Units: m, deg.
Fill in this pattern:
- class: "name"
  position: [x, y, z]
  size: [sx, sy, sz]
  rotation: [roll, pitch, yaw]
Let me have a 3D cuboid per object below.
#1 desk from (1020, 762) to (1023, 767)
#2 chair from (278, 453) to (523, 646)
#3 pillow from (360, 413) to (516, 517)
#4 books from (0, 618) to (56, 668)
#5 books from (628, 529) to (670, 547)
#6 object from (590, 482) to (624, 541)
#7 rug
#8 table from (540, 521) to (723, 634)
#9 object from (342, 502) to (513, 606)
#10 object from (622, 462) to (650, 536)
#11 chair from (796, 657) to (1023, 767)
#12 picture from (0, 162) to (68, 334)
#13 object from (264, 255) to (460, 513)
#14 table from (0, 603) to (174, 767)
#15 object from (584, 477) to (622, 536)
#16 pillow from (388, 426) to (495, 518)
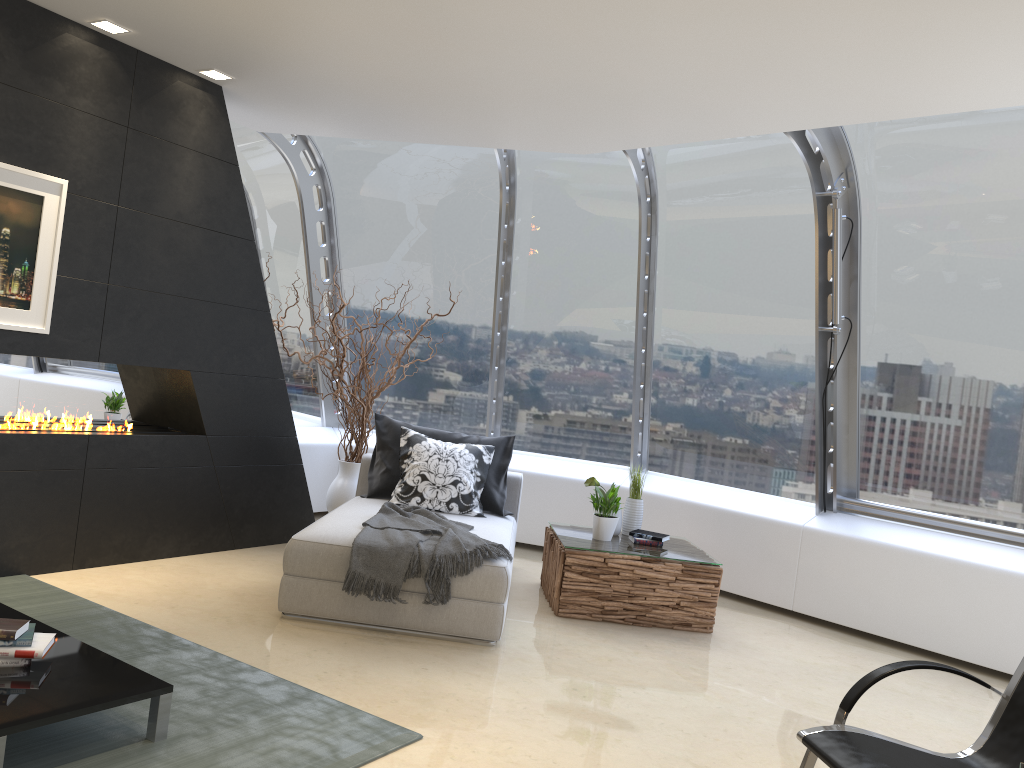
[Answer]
- class: "desk"
  position: [0.889, 1.099, 0.895]
  size: [0.793, 0.762, 1.436]
  rotation: [7, 0, 31]
- class: "chair"
  position: [-0.562, 0.923, 5.505]
  size: [1.176, 0.690, 2.068]
  rotation: [7, 0, 1]
- class: "pillow"
  position: [-0.482, 0.566, 6.136]
  size: [1.070, 0.597, 0.510]
  rotation: [7, 0, 1]
- class: "books"
  position: [-1.724, 0.873, 3.004]
  size: [0.307, 0.126, 0.223]
  rotation: [7, 0, -21]
- class: "books"
  position: [0.871, 0.994, 5.709]
  size: [0.265, 0.063, 0.246]
  rotation: [7, 0, 18]
- class: "object"
  position: [0.590, 0.806, 5.644]
  size: [0.215, 0.369, 0.284]
  rotation: [7, 0, -26]
- class: "rug"
  position: [-2.125, 1.072, 3.115]
  size: [2.923, 0.012, 2.194]
  rotation: [7, 0, 32]
- class: "table"
  position: [0.725, 1.225, 5.687]
  size: [1.007, 0.436, 0.923]
  rotation: [7, 0, -4]
- class: "object"
  position: [-0.412, 0.916, 4.862]
  size: [0.825, 0.359, 1.024]
  rotation: [7, 0, 0]
- class: "object"
  position: [0.823, 0.761, 5.955]
  size: [0.153, 0.511, 0.150]
  rotation: [7, 0, -1]
- class: "chair"
  position: [1.331, 1.052, 2.404]
  size: [0.943, 0.972, 0.752]
  rotation: [7, 0, -9]
- class: "picture"
  position: [-2.893, -0.722, 3.728]
  size: [0.025, 0.804, 2.068]
  rotation: [7, 0, 31]
- class: "object"
  position: [-1.405, 0.116, 6.894]
  size: [1.370, 2.059, 1.508]
  rotation: [7, 0, 32]
- class: "table"
  position: [-2.128, 0.977, 3.273]
  size: [1.982, 0.187, 0.594]
  rotation: [7, 0, 33]
- class: "object"
  position: [0.597, 0.804, 5.861]
  size: [0.297, 0.370, 0.152]
  rotation: [7, 0, -14]
- class: "pillow"
  position: [-0.462, 0.588, 5.834]
  size: [0.683, 0.528, 0.431]
  rotation: [7, 0, -4]
